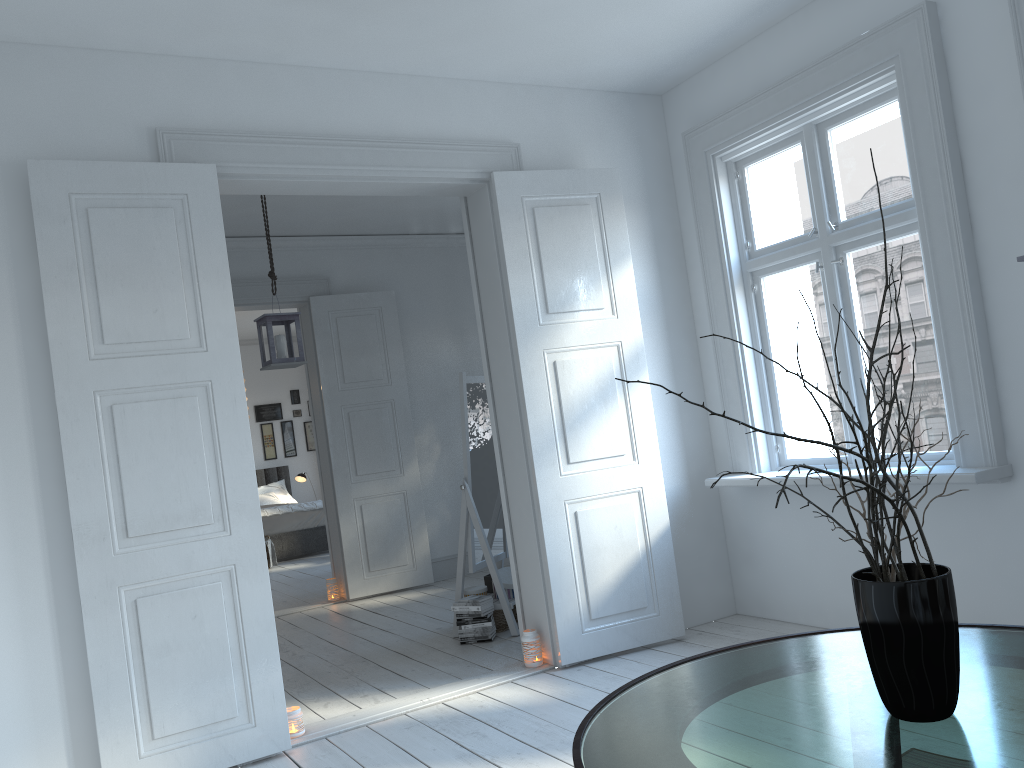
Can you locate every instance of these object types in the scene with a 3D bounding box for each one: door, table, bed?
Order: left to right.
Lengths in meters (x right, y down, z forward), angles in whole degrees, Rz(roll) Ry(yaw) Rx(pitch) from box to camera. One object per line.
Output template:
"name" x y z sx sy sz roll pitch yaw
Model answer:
"door" -2.038 0.498 6.605 2.596 2.504 0.578 -7 -2 -30
"bed" -3.223 1.599 10.818 1.886 1.046 2.180 -6 -3 -30
"door" -0.577 0.169 3.982 2.596 2.504 0.578 -7 -2 -30
"table" 0.795 0.876 1.689 1.298 0.503 1.302 -6 -3 -39

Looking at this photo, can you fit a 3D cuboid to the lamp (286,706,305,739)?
"lamp" -0.905 1.395 3.652 0.093 0.110 0.094 -7 -2 -13

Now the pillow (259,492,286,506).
"pillow" -3.419 1.534 11.210 1.145 0.225 0.416 -6 -3 -37

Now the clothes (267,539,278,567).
"clothes" -2.698 1.827 9.481 0.283 0.288 0.235 -8 -2 10

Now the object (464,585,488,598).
"object" -0.210 1.218 5.131 0.142 0.074 0.142 -10 -4 44

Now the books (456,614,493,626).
"books" -0.206 1.308 4.926 0.193 0.022 0.128 -8 -3 3

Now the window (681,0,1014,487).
"window" 1.368 -0.467 3.967 0.375 1.844 1.458 -7 -2 -30

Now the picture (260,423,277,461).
"picture" -3.332 0.788 12.153 0.165 0.504 0.020 -7 -2 -30

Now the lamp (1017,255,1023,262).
"lamp" 1.295 -0.887 2.122 0.228 1.761 0.229 -7 -2 -33

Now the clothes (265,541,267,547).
"clothes" -2.708 1.812 9.434 0.245 0.270 0.298 -7 -3 -29

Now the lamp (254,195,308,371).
"lamp" -1.530 -0.977 5.498 0.228 1.761 0.229 -7 -2 -33

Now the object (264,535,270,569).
"object" -2.735 1.822 9.485 0.319 0.351 0.319 -8 -2 2

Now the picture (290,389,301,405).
"picture" -3.028 0.183 12.391 0.128 0.202 0.011 -7 -2 -30

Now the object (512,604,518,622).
"object" -0.023 1.352 5.326 0.296 0.140 0.185 -10 -3 32

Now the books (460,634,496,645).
"books" -0.187 1.411 4.916 0.178 0.016 0.128 -8 -3 8

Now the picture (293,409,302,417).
"picture" -2.998 0.410 12.383 0.119 0.098 0.010 -7 -2 -30

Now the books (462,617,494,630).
"books" -0.188 1.329 4.926 0.167 0.022 0.128 -8 -3 4

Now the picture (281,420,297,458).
"picture" -3.092 0.761 12.289 0.165 0.504 0.020 -7 -2 -30

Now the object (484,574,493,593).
"object" -0.059 1.196 5.373 0.155 0.103 0.165 -9 -3 25

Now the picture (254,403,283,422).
"picture" -3.343 0.393 12.189 0.365 0.232 0.020 -7 -2 -30

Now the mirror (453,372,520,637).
"mirror" -0.139 0.674 5.237 0.417 1.488 0.610 -9 -2 25

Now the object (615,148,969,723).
"object" 0.563 0.120 1.713 0.526 1.065 0.845 -9 -2 31

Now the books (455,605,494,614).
"books" -0.207 1.253 4.927 0.181 0.016 0.128 -10 -3 31

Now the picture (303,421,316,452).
"picture" -2.731 0.721 12.495 0.364 0.415 0.021 -7 -2 -30

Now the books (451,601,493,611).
"books" -0.220 1.234 4.929 0.200 0.026 0.128 -10 -3 32

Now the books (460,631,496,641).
"books" -0.187 1.394 4.920 0.177 0.016 0.128 -8 -3 11

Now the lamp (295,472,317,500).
"lamp" -2.617 1.634 12.053 0.451 0.936 0.800 -10 -3 43

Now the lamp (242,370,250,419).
"lamp" -2.982 -0.205 9.262 0.338 1.230 0.341 -8 -2 2

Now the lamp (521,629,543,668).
"lamp" 0.094 1.254 4.213 0.089 0.166 0.089 -7 -2 -31

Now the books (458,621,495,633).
"books" -0.195 1.350 4.924 0.187 0.017 0.132 -8 -3 7

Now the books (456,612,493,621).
"books" -0.204 1.287 4.920 0.179 0.016 0.128 -9 -3 13

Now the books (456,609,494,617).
"books" -0.204 1.270 4.924 0.177 0.016 0.128 -9 -3 27

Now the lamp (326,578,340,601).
"lamp" -1.383 1.586 6.839 0.089 0.166 0.089 -6 -2 -37

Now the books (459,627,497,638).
"books" -0.190 1.378 4.923 0.181 0.016 0.128 -9 -3 15

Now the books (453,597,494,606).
"books" -0.216 1.212 4.929 0.187 0.017 0.132 -10 -3 33

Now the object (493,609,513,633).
"object" -0.131 1.358 5.141 0.296 0.140 0.185 -10 -3 32

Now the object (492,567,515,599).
"object" -0.007 1.149 5.141 0.207 0.158 0.241 -7 -3 -22

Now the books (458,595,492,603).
"books" -0.205 1.194 4.923 0.157 0.014 0.111 -10 -4 40

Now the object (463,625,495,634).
"object" -0.180 1.361 4.917 0.156 0.014 0.111 -9 -3 13

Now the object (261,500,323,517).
"object" -2.827 1.471 10.081 1.459 0.104 0.405 -6 -3 -30

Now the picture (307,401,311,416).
"picture" -2.765 0.335 12.521 0.225 0.220 0.010 -7 -2 -30
